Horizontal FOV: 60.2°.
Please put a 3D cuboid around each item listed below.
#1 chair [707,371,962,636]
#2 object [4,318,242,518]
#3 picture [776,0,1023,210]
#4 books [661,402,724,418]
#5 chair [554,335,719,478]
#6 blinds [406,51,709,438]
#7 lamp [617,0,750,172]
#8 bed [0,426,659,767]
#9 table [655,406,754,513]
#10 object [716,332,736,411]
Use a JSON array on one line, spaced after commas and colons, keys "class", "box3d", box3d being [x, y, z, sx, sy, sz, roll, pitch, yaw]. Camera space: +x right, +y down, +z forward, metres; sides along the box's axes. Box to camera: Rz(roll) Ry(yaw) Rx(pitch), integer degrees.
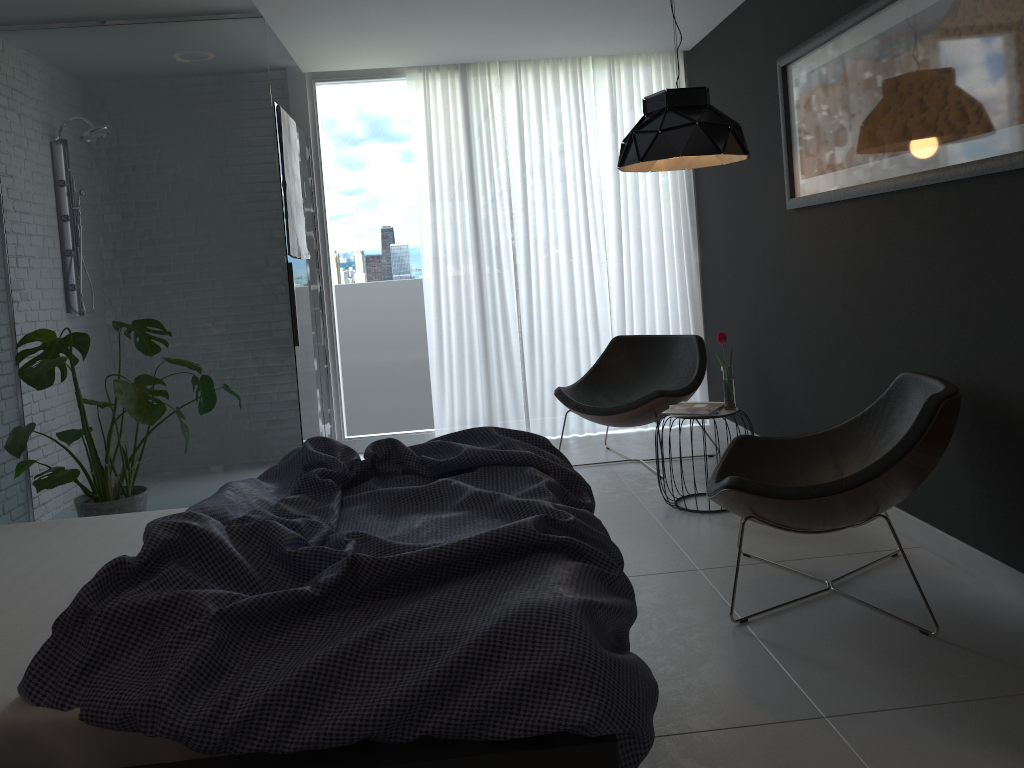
[{"class": "chair", "box3d": [1.067, 0.345, 2.960, 0.812, 0.688, 0.796, -3, 6, 17]}, {"class": "object", "box3d": [-1.736, 0.236, 3.999, 0.850, 1.044, 0.997, -3, 5, 14]}, {"class": "picture", "box3d": [1.389, -1.079, 3.292, 0.041, 0.718, 1.961, -4, 7, -4]}, {"class": "books", "box3d": [-2.668, 0.784, 2.395, 8.267, 0.371, 0.406, -8, 6, -25]}, {"class": "chair", "box3d": [0.700, 0.096, 5.033, 0.789, 0.688, 0.820, 0, 7, 38]}, {"class": "blinds", "box3d": [0.316, -1.000, 5.827, 1.853, 2.688, 0.137, -5, 3, -4]}, {"class": "lamp", "box3d": [0.745, -1.447, 3.990, 0.582, 0.900, 0.612, -3, 4, 14]}, {"class": "bed", "box3d": [-1.052, -0.079, 2.236, 2.609, 2.034, 2.573, -5, 6, -4]}, {"class": "table", "box3d": [0.893, 0.338, 4.075, 0.452, 0.434, 0.452, -7, 6, -26]}, {"class": "object", "box3d": [0.974, -0.058, 4.021, 0.066, 0.354, 0.077, -3, 3, 28]}]
